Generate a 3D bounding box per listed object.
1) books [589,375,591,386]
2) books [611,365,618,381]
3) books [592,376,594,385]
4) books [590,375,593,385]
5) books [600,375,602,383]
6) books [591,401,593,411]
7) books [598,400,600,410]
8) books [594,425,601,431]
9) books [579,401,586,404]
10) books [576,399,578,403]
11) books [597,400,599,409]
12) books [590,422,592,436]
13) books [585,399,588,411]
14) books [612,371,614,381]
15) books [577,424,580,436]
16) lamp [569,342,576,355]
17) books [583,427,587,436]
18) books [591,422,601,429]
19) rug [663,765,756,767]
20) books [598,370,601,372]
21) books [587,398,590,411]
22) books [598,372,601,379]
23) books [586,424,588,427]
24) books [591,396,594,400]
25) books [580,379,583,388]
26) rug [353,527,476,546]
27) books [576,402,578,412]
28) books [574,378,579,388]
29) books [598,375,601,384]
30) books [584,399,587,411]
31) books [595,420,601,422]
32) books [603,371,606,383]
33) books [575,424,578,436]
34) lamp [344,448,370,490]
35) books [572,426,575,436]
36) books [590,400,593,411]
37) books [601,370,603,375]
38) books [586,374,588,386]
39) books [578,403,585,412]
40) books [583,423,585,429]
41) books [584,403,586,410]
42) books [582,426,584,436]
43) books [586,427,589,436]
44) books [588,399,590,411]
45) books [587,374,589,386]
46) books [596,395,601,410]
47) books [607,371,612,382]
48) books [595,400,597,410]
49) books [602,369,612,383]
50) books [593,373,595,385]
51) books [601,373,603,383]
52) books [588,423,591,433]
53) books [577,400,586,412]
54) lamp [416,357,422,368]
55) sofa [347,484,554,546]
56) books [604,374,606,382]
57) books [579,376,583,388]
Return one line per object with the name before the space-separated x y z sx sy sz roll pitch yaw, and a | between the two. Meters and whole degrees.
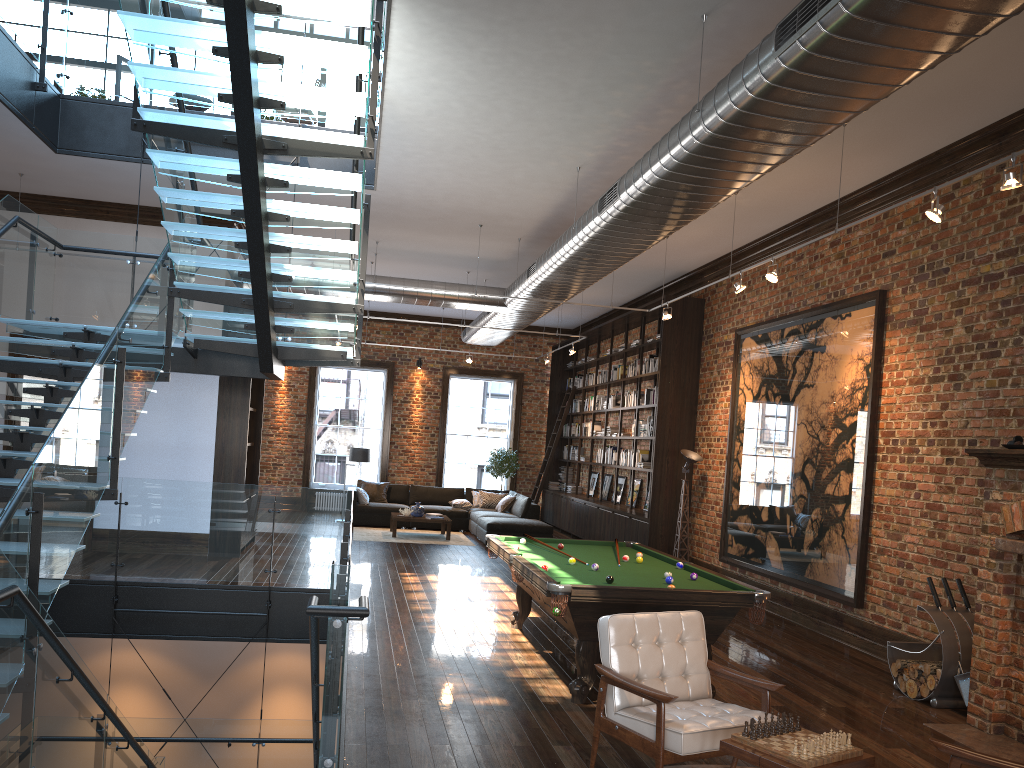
books | 1.660 -0.053 18.093 0.178 0.254 0.036 4 1 -10
books | 1.939 -0.184 16.464 0.186 0.329 0.069 4 1 -10
books | 1.693 -0.048 17.799 0.178 0.208 0.033 4 1 -10
books | 1.673 -0.051 17.987 0.156 0.238 0.033 4 1 -10
books | 1.801 -0.069 17.233 0.177 0.185 0.035 4 1 -10
books | 1.680 0.452 17.784 0.158 0.219 0.034 4 1 -10
books | 1.771 0.420 17.274 0.161 0.223 0.025 4 1 -10
books | 1.692 0.937 17.589 0.148 0.232 0.036 4 1 -10
books | 1.501 0.496 18.784 0.166 0.250 0.079 4 0 -10
books | 1.460 0.485 19.000 0.184 0.293 0.006 4 1 -10
books | 1.762 0.424 17.303 0.182 0.218 0.034 4 1 -10
books | 1.662 0.913 17.703 0.177 0.292 0.013 4 1 -10
books | 1.603 0.446 18.218 0.174 0.283 0.113 4 0 -10
books | 1.943 -0.127 16.452 0.173 0.211 0.057 4 1 -10
books | 1.471 0.981 18.766 0.164 0.278 0.013 4 1 -10
lamp | 1.049 -0.609 15.287 0.114 0.230 0.113 4 0 -34
books | 1.570 0.977 18.069 0.236 0.202 0.046 4 1 -10
books | 1.667 0.911 17.637 0.189 0.287 0.013 4 1 -10
rug | 1.239 2.059 3.947 1.971 0.015 1.972 4 -4 -8
books | 1.775 -0.119 17.483 0.166 0.316 0.016 4 1 -10
books | 1.630 0.437 18.103 0.174 0.286 0.091 4 0 -10
books | 1.779 -0.103 17.352 0.192 0.267 0.016 4 1 -10
books | 1.589 0.951 18.116 0.178 0.264 0.041 4 1 -10
books | 1.661 0.408 17.867 0.171 0.315 0.013 4 1 -10
books | 1.533 0.005 18.751 0.173 0.214 0.024 4 1 -10
rug | -1.771 2.679 15.622 2.023 0.003 2.116 5 -4 -10
books | 1.467 0.502 18.905 0.189 0.246 0.005 4 1 -10
books | 1.460 0.001 19.034 0.235 0.252 0.028 4 1 -10
books | 1.780 -0.074 17.289 0.187 0.200 0.030 4 1 -10
books | 1.594 0.453 18.279 0.174 0.280 0.128 4 0 -10
books | 1.687 0.892 17.661 0.161 0.331 0.006 4 1 -10
books | 1.836 -0.114 17.040 0.185 0.253 0.030 4 1 -10
books | 1.439 1.001 18.968 0.180 0.263 0.015 4 1 -10
lamp | -3.114 1.971 17.245 0.686 1.467 0.420 4 0 20
books | 1.401 1.022 19.033 0.232 0.225 0.024 4 1 -10
books | 1.664 0.443 17.844 0.181 0.242 0.035 4 1 -10
books | 1.806 -0.117 17.258 0.160 0.286 0.014 4 1 -10
books | 1.620 -0.054 18.306 0.188 0.280 0.028 4 1 -10
books | 1.495 0.514 18.763 0.185 0.210 0.069 4 0 -10
books | 1.562 0.952 18.288 0.188 0.281 0.014 4 1 -10
books | 1.594 0.456 18.332 0.174 0.280 0.128 4 0 -10
books | 1.542 0.983 18.393 0.171 0.232 0.015 4 1 -10
books | 1.606 0.973 18.018 0.186 0.208 0.017 4 1 -10
books | 1.629 0.446 18.017 0.175 0.256 0.027 4 1 -10
books | 1.635 -0.056 18.213 0.183 0.275 0.013 4 1 -10
books | 1.749 0.381 17.378 0.183 0.314 0.013 4 1 -10
books | 1.875 -0.121 16.869 0.143 0.251 0.078 4 0 -10
books | 1.730 0.428 17.443 0.191 0.226 0.025 4 1 -10
books | 1.829 -0.129 17.093 0.176 0.289 0.030 4 1 -10
books | 1.716 -0.077 17.763 0.160 0.264 0.011 4 1 -10
books | 1.816 -0.095 17.138 0.172 0.225 0.030 4 1 -10
books | 1.631 0.925 17.844 0.184 0.284 0.011 4 1 -10
books | 1.491 0.483 18.855 0.191 0.281 0.006 4 1 -10
lamp | -2.018 -0.458 19.363 0.126 0.237 0.155 4 -1 -10
sofa | -1.291 2.362 16.368 3.503 0.804 3.452 5 -4 -10
books | 1.850 -0.088 16.986 0.166 0.195 0.030 4 1 -10
books | 1.514 -0.024 18.827 0.190 0.280 0.017 4 1 -10
